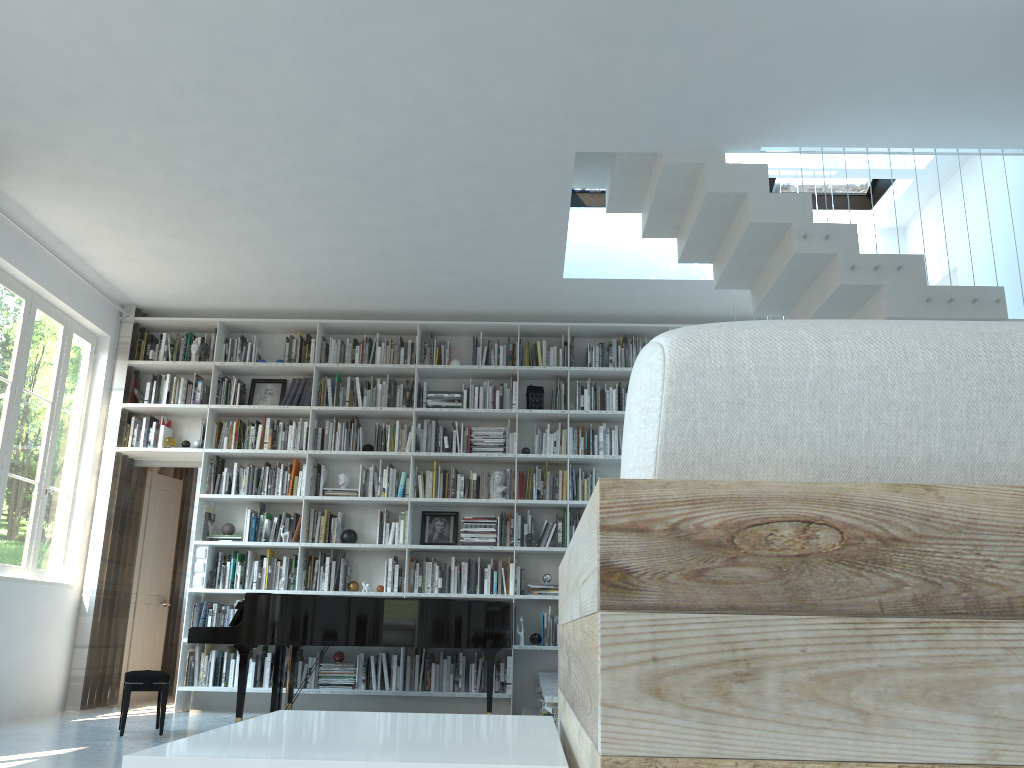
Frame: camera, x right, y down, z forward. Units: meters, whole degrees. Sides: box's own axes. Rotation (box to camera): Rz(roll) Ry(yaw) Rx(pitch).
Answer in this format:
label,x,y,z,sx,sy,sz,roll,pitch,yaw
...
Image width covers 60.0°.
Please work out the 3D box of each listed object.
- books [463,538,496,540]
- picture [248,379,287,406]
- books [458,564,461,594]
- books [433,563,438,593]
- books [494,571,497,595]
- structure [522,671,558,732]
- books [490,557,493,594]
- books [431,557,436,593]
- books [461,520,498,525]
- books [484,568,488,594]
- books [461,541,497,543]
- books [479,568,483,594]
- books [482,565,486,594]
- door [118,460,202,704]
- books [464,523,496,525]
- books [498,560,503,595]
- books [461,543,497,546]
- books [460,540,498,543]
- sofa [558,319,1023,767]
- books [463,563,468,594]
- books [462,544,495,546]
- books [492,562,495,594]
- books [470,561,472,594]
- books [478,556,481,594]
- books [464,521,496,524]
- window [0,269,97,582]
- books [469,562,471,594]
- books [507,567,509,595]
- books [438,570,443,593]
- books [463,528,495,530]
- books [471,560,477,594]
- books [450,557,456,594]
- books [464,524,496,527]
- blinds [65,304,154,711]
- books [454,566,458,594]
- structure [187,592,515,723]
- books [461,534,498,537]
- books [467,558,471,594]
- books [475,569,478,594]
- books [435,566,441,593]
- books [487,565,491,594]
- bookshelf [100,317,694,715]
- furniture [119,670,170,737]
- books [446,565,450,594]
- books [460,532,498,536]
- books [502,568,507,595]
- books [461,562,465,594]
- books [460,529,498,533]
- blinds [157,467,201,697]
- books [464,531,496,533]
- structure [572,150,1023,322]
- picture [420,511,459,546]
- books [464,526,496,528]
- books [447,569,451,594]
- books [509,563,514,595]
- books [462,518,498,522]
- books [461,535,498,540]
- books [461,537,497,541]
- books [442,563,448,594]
label,x,y,z,sx,sy,sz,roll,pitch,yaw
books,-0.263,1.255,7.121,0.254,0.012,0.161,2,-16,-4
picture,-2.079,0.096,7.529,0.300,0.299,0.078,1,-15,1
books,-0.415,1.556,7.046,0.031,0.236,0.159,1,-16,1
books,-0.608,1.551,7.058,0.021,0.243,0.142,1,-15,1
books,-0.129,1.581,7.017,0.023,0.182,0.169,1,-16,1
structure,1.499,1.871,5.447,2.899,0.657,3.123,1,-16,1
books,-0.160,1.532,7.048,0.014,0.293,0.138,1,-15,1
books,-0.625,1.528,7.045,0.013,0.281,0.167,1,-15,1
books,-0.260,1.118,7.165,0.285,0.012,0.160,0,-16,3
books,-0.203,1.572,7.026,0.023,0.204,0.168,1,-16,1
books,-0.264,1.280,7.123,0.285,0.012,0.160,1,-16,0
books,-0.241,1.570,7.028,0.024,0.206,0.183,1,-16,1
books,-0.222,1.560,7.042,0.014,0.234,0.154,1,-16,1
door,-2.911,1.708,7.624,0.834,1.974,0.789,1,-15,1
books,-0.260,1.140,7.157,0.254,0.012,0.161,2,-16,-2
books,-0.093,1.543,7.039,0.026,0.271,0.175,1,-15,1
books,-0.264,1.289,7.111,0.285,0.012,0.160,2,-16,-4
books,-0.263,1.266,7.117,0.285,0.012,0.160,-1,-16,6
sofa,1.158,0.460,0.931,2.194,0.851,0.874,1,-16,1
books,-0.362,1.549,7.034,0.026,0.244,0.192,1,-16,1
books,-0.264,1.303,7.114,0.254,0.012,0.161,0,-16,3
books,-0.146,1.553,7.050,0.014,0.255,0.145,1,-15,1
books,-0.319,1.544,7.042,0.010,0.260,0.182,1,-16,1
books,-0.258,1.527,7.043,0.012,0.295,0.178,1,-15,1
books,-0.260,1.128,7.158,0.254,0.012,0.161,2,-16,-3
window,-3.433,0.299,6.078,0.073,2.002,1.989,1,-16,1
books,-0.329,1.552,7.051,0.011,0.251,0.159,1,-15,1
books,-0.033,1.567,7.021,0.011,0.216,0.166,1,-16,1
books,-0.561,1.574,7.023,0.029,0.183,0.175,1,-16,1
books,-0.261,1.176,7.147,0.254,0.012,0.161,0,-16,4
books,-0.300,1.541,7.035,0.028,0.263,0.162,1,-15,1
books,-0.467,1.528,7.053,0.026,0.291,0.152,1,-15,1
books,-0.261,1.152,7.151,0.254,0.012,0.161,2,-16,-3
blinds,-3.246,0.983,7.388,0.140,3.220,0.778,1,-15,1
books,-0.442,1.565,7.051,0.025,0.220,0.140,1,-15,1
structure,-0.949,1.829,5.818,1.918,0.830,1.339,1,-16,1
books,-0.262,1.223,7.137,0.285,0.012,0.160,0,-16,3
books,-0.341,1.537,7.062,0.014,0.285,0.135,1,-15,1
books,-0.276,1.575,7.041,0.021,0.202,0.128,1,-15,1
books,-0.587,1.559,7.032,0.023,0.217,0.175,1,-16,1
books,-0.180,1.557,7.030,0.023,0.234,0.175,1,-16,1
bookshelf,-0.182,1.038,7.120,6.297,3.132,0.331,1,-15,1
furniture,-2.198,1.894,5.294,0.240,0.352,0.468,8,-17,-23
books,-0.510,1.557,7.045,0.013,0.229,0.139,1,-15,1
books,-0.262,1.209,7.133,0.285,0.012,0.160,-1,-16,6
books,-0.060,1.569,7.020,0.042,0.211,0.169,1,-16,1
books,-0.387,1.552,7.062,0.025,0.254,0.136,1,-15,1
books,-0.261,1.186,7.139,0.285,0.012,0.160,-1,-16,6
blinds,-3.226,1.308,8.525,0.140,3.220,0.778,1,-15,1
books,-0.261,1.198,7.137,0.254,0.012,0.161,2,-16,-4
structure,1.664,0.140,5.522,2.613,3.371,1.960,1,-15,1
picture,-0.589,1.182,7.206,0.300,0.299,0.078,1,-15,1
books,-0.261,1.164,7.150,0.254,0.012,0.161,2,-16,-2
books,-0.493,1.570,7.028,0.023,0.196,0.165,1,-16,1
books,0.000,1.552,7.019,0.033,0.245,0.177,1,-16,1
books,-0.260,1.104,7.161,0.285,0.012,0.160,2,-16,-4
books,-0.262,1.235,7.136,0.285,0.012,0.160,1,-16,2
books,-0.263,1.247,7.135,0.285,0.012,0.160,1,-16,1
books,-0.532,1.550,7.037,0.029,0.237,0.166,1,-16,1
